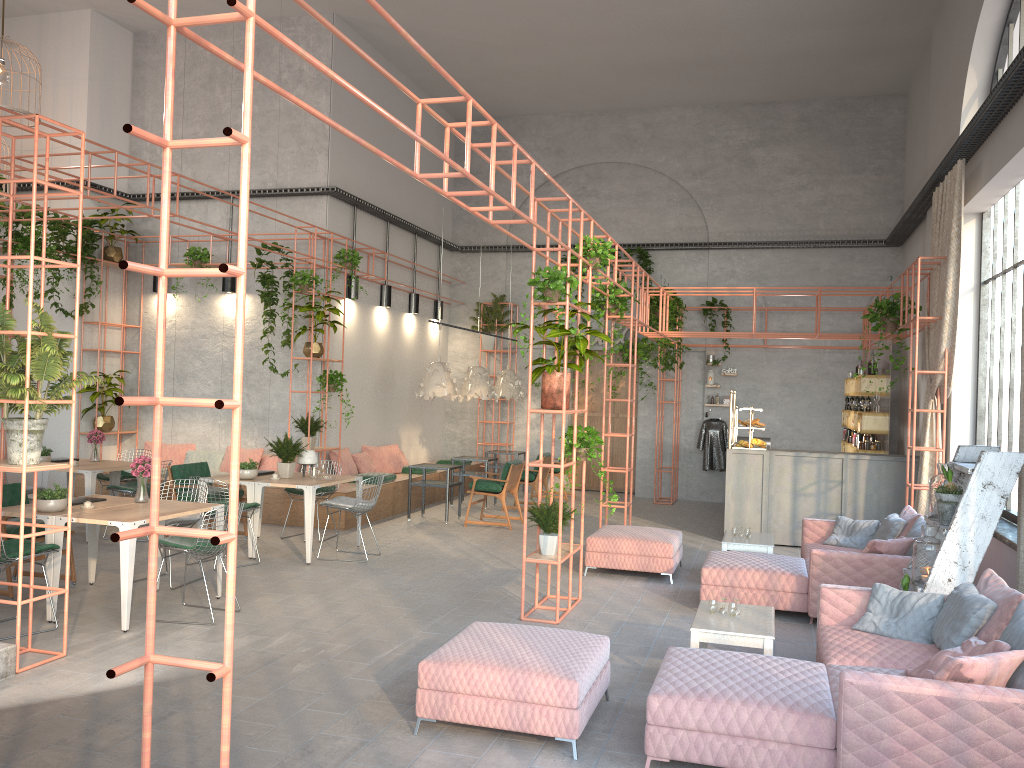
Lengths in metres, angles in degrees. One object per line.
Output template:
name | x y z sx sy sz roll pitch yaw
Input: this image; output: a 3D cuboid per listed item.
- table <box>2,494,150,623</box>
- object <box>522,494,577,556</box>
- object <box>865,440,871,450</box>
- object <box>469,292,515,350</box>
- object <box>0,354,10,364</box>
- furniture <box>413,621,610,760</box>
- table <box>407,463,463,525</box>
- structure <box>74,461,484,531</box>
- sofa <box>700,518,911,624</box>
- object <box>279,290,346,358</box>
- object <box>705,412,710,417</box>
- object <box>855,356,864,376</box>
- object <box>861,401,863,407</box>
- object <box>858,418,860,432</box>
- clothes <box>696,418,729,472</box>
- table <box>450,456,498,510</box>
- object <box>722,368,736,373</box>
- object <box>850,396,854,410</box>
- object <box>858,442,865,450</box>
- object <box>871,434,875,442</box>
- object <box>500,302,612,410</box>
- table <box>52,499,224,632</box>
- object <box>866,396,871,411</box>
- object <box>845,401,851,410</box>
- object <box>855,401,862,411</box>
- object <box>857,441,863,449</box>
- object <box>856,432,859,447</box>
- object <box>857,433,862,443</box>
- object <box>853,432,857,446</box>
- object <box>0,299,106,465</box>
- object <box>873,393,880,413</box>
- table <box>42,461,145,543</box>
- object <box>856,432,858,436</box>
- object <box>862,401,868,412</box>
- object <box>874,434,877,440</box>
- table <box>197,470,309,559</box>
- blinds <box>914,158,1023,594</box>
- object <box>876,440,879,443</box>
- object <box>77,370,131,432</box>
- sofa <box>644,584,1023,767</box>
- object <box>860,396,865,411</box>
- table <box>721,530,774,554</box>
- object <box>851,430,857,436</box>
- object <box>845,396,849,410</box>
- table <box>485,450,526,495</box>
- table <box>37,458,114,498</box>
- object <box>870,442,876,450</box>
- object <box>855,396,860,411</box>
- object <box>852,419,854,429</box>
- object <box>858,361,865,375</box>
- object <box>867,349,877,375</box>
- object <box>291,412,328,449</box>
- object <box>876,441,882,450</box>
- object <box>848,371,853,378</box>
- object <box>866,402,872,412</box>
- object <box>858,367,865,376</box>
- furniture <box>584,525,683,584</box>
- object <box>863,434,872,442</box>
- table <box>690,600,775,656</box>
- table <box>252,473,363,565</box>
table | -3.721 1.438 7.541 0.694 0.830 1.205 2 0 16
object | 0.314 1.208 7.651 0.438 0.527 0.368 2 0 16
object | 4.964 0.853 12.373 0.073 0.131 0.073 2 0 9
object | -0.385 -1.199 17.133 0.894 1.101 0.900 2 0 -14
object | -7.849 -0.300 13.077 0.900 1.097 0.894 2 -1 -44
furniture | 0.042 1.736 5.226 0.941 0.446 0.976 2 0 16
table | -1.117 1.583 12.872 0.635 0.798 0.602 2 0 16
structure | -3.477 1.668 15.120 4.386 0.500 5.831 2 0 16
sofa | 2.873 1.744 8.508 1.960 0.672 2.219 2 0 17
object | -2.684 -0.830 12.099 0.903 0.947 0.934 2 0 -22
object | 3.592 0.550 16.239 0.093 0.121 0.049 2 0 19
object | 5.765 -0.278 14.695 0.134 0.386 0.134 2 -1 -40
object | 4.989 0.317 12.560 0.083 0.159 0.083 2 0 -29
object | 4.970 0.583 12.635 0.069 0.191 0.069 2 0 28
clothes | 3.705 1.127 16.130 0.625 0.997 0.366 2 0 -3
table | -0.622 1.612 14.555 0.635 0.798 0.602 2 0 16
object | 3.941 -0.243 16.104 0.263 0.101 0.013 2 0 16
object | 5.860 0.300 15.290 0.066 0.291 0.066 2 0 23
object | 4.930 0.865 12.465 0.115 0.107 0.115 2 0 -17
object | 5.226 0.786 12.858 0.072 0.287 0.074 2 -1 -42
object | 0.404 -0.257 7.556 0.924 0.946 0.923 2 0 -17
table | -3.052 1.458 7.348 0.694 0.830 1.214 2 0 16
object | 5.395 0.271 13.423 0.066 0.291 0.066 2 -1 -34
object | 5.768 0.368 15.204 0.115 0.147 0.115 2 0 -29
object | 5.225 0.337 13.362 0.115 0.147 0.115 2 0 25
object | 4.967 0.867 12.590 0.115 0.107 0.115 2 0 14
object | 5.077 0.803 12.979 0.082 0.246 0.082 2 -1 -41
object | 5.060 0.779 12.898 0.066 0.291 0.066 2 0 1
object | 5.192 0.829 13.412 0.070 0.209 0.070 2 0 -23
object | -3.281 -0.014 5.950 0.900 1.100 0.894 2 -1 -44
object | 5.010 0.258 12.186 0.075 0.273 0.075 2 0 5
table | -4.989 1.408 10.822 0.694 0.830 1.214 2 0 16
object | 5.110 0.804 13.074 0.072 0.248 0.094 2 0 16
object | 4.964 0.315 12.473 0.083 0.159 0.083 2 0 -29
object | 5.316 0.810 13.015 0.072 0.248 0.094 2 0 16
table | -2.951 1.470 10.216 0.694 0.830 1.205 2 0 16
blinds | 4.415 -0.198 8.621 0.414 4.389 4.957 2 0 18
object | 5.141 0.860 12.465 0.073 0.131 0.073 2 0 -12
object | -6.060 0.241 13.103 0.903 0.919 0.934 2 0 -12
sofa | 1.875 1.686 5.118 1.960 0.672 2.219 2 0 17
object | 5.318 0.268 13.448 0.066 0.291 0.066 2 0 23
table | 2.485 1.845 9.341 0.520 0.455 0.916 2 0 16
object | 5.556 0.794 14.349 0.115 0.107 0.115 1 -1 43
object | 5.786 0.297 15.311 0.066 0.291 0.066 2 0 -14
table | -0.126 1.640 16.238 0.635 0.798 0.602 2 0 16
table | -5.658 1.388 11.015 0.694 0.830 1.205 2 0 16
object | 5.049 0.868 12.430 0.115 0.107 0.115 2 0 22
object | 5.244 0.266 13.469 0.066 0.291 0.066 2 0 -14
object | 5.256 0.590 13.505 0.131 0.207 0.131 2 0 -29
object | 5.852 -0.232 14.868 0.134 0.301 0.134 2 0 5
object | 5.222 -0.309 12.854 0.134 0.386 0.134 2 0 5
object | -2.807 0.636 12.196 0.438 0.527 0.368 2 0 16
object | 5.103 0.857 12.337 0.073 0.131 0.073 2 0 9
object | 5.633 -0.150 14.764 0.088 0.123 0.088 2 0 -17
object | 5.351 0.340 13.325 0.115 0.147 0.115 2 0 25
object | 5.090 -0.182 12.922 0.088 0.123 0.088 2 0 -17
furniture | 1.341 1.810 9.638 0.941 0.446 0.976 2 0 16
object | 5.014 0.763 12.508 0.115 0.107 0.115 2 0 -17
table | 1.487 1.791 5.951 0.520 0.455 0.916 2 0 16
table | -2.282 1.490 10.023 0.694 0.830 1.214 2 0 16
